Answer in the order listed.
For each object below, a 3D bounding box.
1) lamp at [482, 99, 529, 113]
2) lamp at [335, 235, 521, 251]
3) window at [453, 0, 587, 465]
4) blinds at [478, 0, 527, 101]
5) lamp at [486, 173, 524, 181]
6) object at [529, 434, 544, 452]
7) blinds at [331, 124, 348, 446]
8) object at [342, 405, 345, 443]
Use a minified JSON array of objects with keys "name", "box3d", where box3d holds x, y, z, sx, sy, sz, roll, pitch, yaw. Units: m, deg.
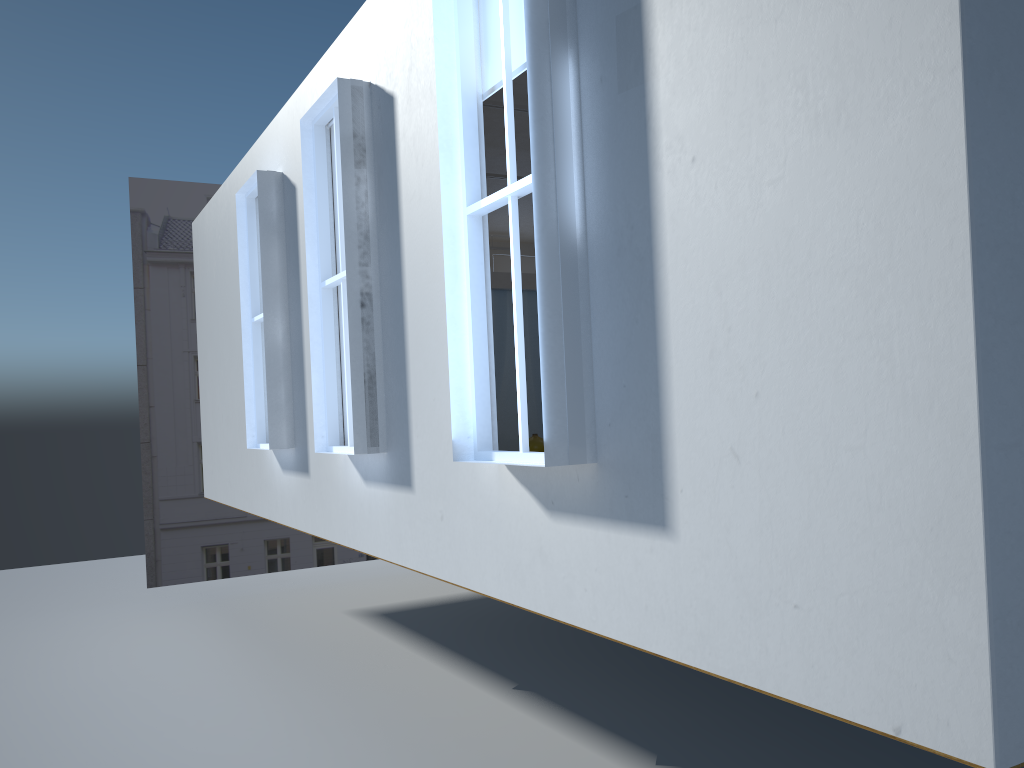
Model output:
[{"name":"lamp","box3d":[1.079,-1.981,7.068,3.116,0.486,0.223,-2,-1,-29]},{"name":"lamp","box3d":[-1.259,-1.732,11.403,3.116,0.486,0.197,-2,-1,-30]},{"name":"window","box3d":[0.003,-0.756,3.506,0.073,2.128,0.775,-3,0,-29]},{"name":"blinds","box3d":[0.038,-1.532,3.546,0.007,0.556,0.762,-3,-1,-29]},{"name":"lamp","box3d":[0.295,-1.896,8.569,3.116,0.486,0.205,-1,-1,-31]},{"name":"object","box3d":[0.165,0.456,6.204,0.207,0.215,0.207,-3,-1,13]},{"name":"blinds","box3d":[-0.950,-0.648,5.412,0.007,2.110,0.762,-3,0,-29]},{"name":"object","box3d":[-1.164,0.592,6.345,0.484,0.980,0.380,-3,0,34]}]
